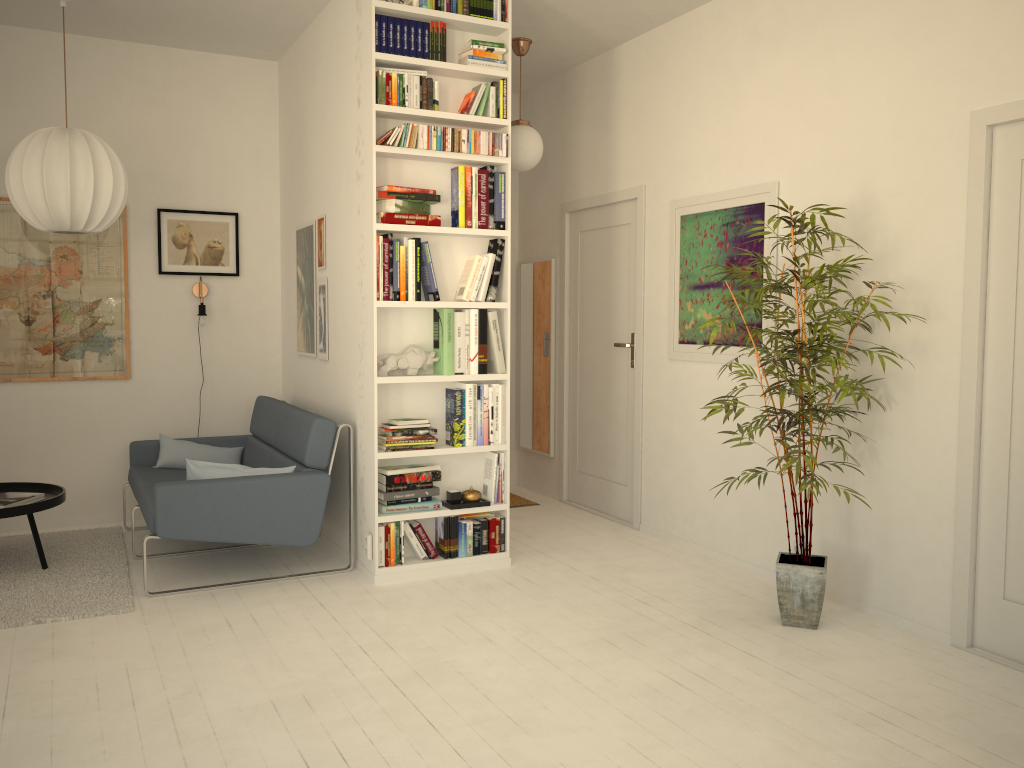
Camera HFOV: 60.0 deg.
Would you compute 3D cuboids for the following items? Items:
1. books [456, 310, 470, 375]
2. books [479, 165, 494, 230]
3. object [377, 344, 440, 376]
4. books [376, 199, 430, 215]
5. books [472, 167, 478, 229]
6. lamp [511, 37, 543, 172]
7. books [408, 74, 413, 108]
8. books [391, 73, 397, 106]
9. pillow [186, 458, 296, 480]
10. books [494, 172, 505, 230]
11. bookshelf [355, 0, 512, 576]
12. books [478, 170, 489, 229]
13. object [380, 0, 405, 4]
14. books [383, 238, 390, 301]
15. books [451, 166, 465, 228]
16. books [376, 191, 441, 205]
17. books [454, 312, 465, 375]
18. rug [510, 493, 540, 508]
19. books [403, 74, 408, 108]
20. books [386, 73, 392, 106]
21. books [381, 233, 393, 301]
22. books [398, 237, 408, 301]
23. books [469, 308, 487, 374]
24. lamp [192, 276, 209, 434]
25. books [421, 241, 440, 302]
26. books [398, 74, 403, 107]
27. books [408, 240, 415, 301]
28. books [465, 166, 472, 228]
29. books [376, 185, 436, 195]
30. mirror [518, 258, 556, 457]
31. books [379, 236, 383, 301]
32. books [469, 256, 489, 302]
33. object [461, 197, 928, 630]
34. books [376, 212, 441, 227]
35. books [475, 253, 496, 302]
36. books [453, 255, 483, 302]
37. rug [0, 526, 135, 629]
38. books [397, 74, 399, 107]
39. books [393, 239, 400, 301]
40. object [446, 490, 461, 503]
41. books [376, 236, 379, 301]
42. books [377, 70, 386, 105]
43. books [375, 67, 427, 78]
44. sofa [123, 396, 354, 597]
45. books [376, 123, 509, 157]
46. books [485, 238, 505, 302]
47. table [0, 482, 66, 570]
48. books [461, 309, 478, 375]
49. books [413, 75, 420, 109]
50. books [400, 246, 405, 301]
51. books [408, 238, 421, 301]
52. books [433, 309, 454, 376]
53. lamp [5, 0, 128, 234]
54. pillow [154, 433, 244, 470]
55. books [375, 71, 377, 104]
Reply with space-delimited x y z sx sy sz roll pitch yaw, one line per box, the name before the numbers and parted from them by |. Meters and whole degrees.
books | -0.271 -0.213 4.459 0.023 0.321 0.235 -2 4 -27
books | -0.138 -0.924 4.455 0.039 0.317 0.161 -2 4 -27
object | -0.503 -0.117 4.285 0.311 0.150 0.137 -1 4 -19
books | -0.524 -0.840 4.268 0.128 0.064 0.268 3 5 33
books | -0.221 -0.914 4.420 0.029 0.301 0.185 -2 4 -27
lamp | 0.050 -1.652 5.277 0.275 0.767 0.275 -2 5 -33
books | -0.524 -1.372 4.234 0.028 0.159 0.223 -2 5 -27
books | -0.586 -1.366 4.185 0.023 0.152 0.199 -2 5 -27
pillow | -1.298 0.500 4.192 0.533 0.353 0.141 -2 4 -27
books | -0.095 -0.912 4.476 0.054 0.289 0.179 -2 4 -27
bookshelf | -0.380 -0.518 4.370 0.710 2.899 0.249 -2 4 -27
books | -0.180 -0.910 4.434 0.059 0.291 0.182 -2 4 -27
object | -0.555 -1.815 4.121 0.131 0.131 0.131 -2 5 -31
books | -0.630 -0.540 4.228 0.032 0.291 0.203 -2 4 -27
books | -0.287 -0.916 4.399 0.032 0.300 0.200 -2 4 -27
books | -0.528 -0.892 4.277 0.314 0.035 0.205 -2 5 -27
books | -0.302 -0.202 4.423 0.065 0.311 0.200 -2 4 -27
rug | -0.356 0.812 6.027 0.941 0.002 0.553 -2 5 -27
books | -0.536 -1.368 4.210 0.012 0.155 0.208 -2 5 -27
books | -0.612 -1.363 4.177 0.030 0.149 0.202 -2 5 -27
books | -0.607 -0.554 4.239 0.021 0.317 0.179 -2 4 -27
books | -0.544 -0.547 4.281 0.020 0.304 0.193 -2 4 -27
books | -0.191 -0.217 4.479 0.056 0.327 0.202 -2 4 -27
lamp | -2.050 0.041 5.486 0.360 1.415 0.112 -2 4 -27
books | -0.430 -0.545 4.329 0.093 0.288 0.200 -2 4 -27
books | -0.559 -1.370 4.216 0.024 0.155 0.188 -2 4 -27
books | -0.515 -0.543 4.281 0.032 0.290 0.189 -2 4 -27
books | -0.253 -0.914 4.410 0.039 0.301 0.199 -2 4 -27
books | -0.532 -0.920 4.264 0.266 0.026 0.203 -3 5 -37
mirror | 0.170 -0.193 6.333 0.029 1.370 0.500 -2 4 -27
books | -0.655 -0.544 4.223 0.015 0.300 0.207 -2 4 -27
books | -0.192 -0.523 4.437 0.105 0.225 0.138 -2 4 -27
object | 0.747 0.110 3.985 2.089 1.710 0.778 4 5 44
books | -0.519 -0.780 4.265 0.301 0.056 0.202 -2 5 -27
books | -0.163 -0.532 4.476 0.092 0.244 0.197 -2 4 -27
books | -0.220 -0.524 4.414 0.115 0.232 0.133 -2 4 -27
rug | -2.564 0.928 4.257 1.304 0.012 1.661 -2 5 -25
books | -0.576 -1.367 4.206 0.013 0.149 0.208 -2 5 -27
books | -0.584 -0.540 4.250 0.030 0.289 0.200 -2 4 -27
object | -0.291 0.564 4.439 0.058 0.055 0.058 -2 5 -27
books | -0.674 -0.545 4.220 0.021 0.301 0.222 -2 4 -27
books | -0.639 -1.367 4.160 0.034 0.162 0.197 -2 4 -27
books | -0.548 -1.461 4.213 0.255 0.022 0.189 -1 4 -17
sofa | -1.538 0.511 4.797 0.964 0.773 1.603 -2 5 -27
books | -0.376 -1.169 4.323 0.664 0.110 0.278 -2 5 -27
books | -0.113 -0.571 4.491 0.092 0.318 0.179 -2 4 -27
table | -2.577 0.734 4.285 0.761 0.385 0.761 -1 4 -11
books | -0.236 -0.214 4.461 0.037 0.324 0.240 -2 4 -27
books | -0.493 -1.370 4.242 0.035 0.158 0.200 -2 4 -27
books | -0.557 -0.525 4.257 0.024 0.260 0.199 -2 4 -27
books | -0.482 -0.550 4.289 0.033 0.306 0.150 -2 4 -27
books | -0.354 -0.210 4.392 0.056 0.328 0.229 -2 4 -27
lamp | -2.191 -1.363 4.359 0.536 1.228 0.536 1 4 7
pillow | -1.874 0.424 5.329 0.540 0.277 0.157 -2 4 -26
books | -0.675 -1.366 4.169 0.019 0.156 0.205 -2 5 -27
